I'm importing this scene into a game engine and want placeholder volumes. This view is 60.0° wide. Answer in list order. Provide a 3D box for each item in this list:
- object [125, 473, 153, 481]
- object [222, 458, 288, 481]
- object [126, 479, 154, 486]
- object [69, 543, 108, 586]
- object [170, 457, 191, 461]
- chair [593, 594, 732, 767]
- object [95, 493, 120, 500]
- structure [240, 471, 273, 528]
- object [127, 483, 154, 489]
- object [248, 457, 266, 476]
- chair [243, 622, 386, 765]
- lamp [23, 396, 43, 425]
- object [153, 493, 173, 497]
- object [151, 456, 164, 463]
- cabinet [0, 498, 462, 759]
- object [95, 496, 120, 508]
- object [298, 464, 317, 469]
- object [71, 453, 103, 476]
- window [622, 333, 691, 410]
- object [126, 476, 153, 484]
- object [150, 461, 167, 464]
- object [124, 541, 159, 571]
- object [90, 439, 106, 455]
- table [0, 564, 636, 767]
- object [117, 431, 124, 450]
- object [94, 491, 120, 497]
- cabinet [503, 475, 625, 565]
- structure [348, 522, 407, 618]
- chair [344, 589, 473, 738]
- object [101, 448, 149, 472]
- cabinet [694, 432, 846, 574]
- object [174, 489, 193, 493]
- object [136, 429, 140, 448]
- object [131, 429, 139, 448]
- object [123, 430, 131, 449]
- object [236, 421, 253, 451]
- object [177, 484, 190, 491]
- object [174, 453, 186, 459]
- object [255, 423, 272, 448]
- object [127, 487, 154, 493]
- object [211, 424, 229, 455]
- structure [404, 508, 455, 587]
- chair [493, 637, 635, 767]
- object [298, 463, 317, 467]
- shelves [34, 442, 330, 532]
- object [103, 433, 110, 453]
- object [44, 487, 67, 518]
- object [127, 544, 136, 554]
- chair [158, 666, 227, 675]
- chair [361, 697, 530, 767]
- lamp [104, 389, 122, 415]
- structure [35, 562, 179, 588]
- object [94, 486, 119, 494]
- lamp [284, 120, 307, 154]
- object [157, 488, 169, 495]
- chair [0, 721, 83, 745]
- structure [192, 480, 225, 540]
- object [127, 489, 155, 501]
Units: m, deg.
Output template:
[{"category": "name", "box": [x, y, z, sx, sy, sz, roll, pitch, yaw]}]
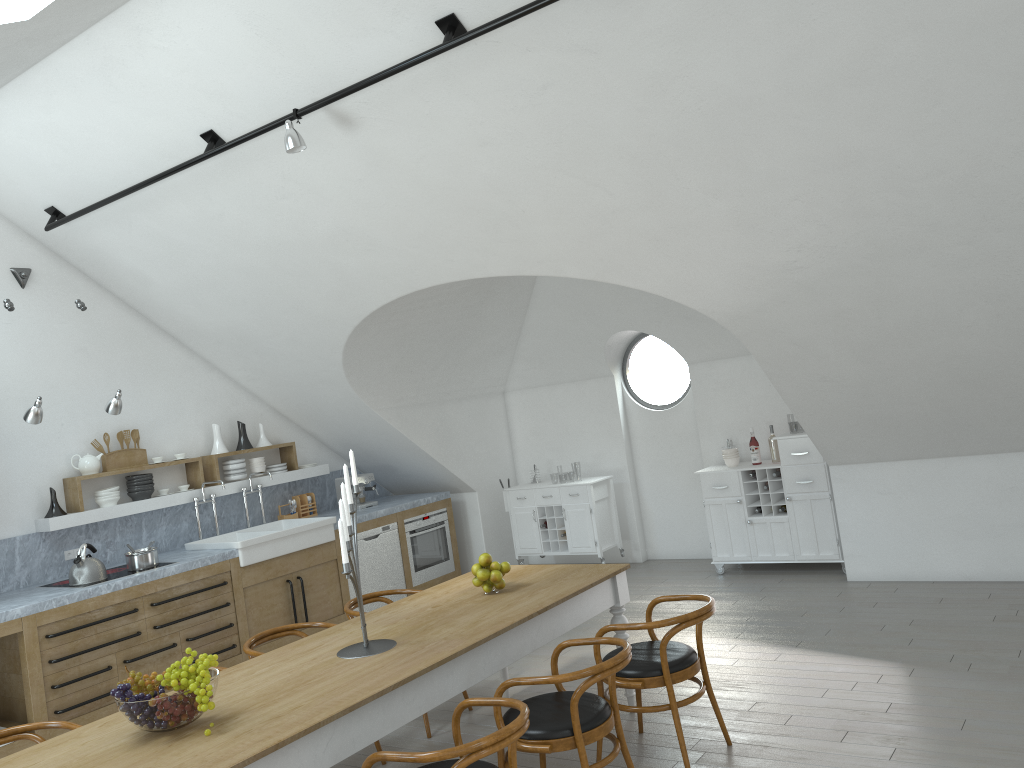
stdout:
[{"category": "object", "box": [-3.006, 0.770, 7.151, 0.205, 0.080, 0.206, -9, -1, 38]}, {"category": "object", "box": [-2.334, 0.756, 8.076, 0.197, 0.196, 0.658, -10, -2, 35]}, {"category": "object", "box": [-2.995, 0.822, 7.144, 0.205, 0.072, 0.206, -9, -1, 23]}, {"category": "object", "box": [-2.981, 1.250, 6.206, 0.246, 0.268, 0.245, -7, -3, -45]}, {"category": "object", "box": [-2.801, 0.638, 7.497, 0.164, 0.012, 0.163, -8, -1, -37]}, {"category": "chair", "box": [0.717, 1.417, 4.240, 0.620, 0.736, 0.528, -10, -2, 38]}, {"category": "object", "box": [-3.151, 0.899, 6.908, 0.181, 0.065, 0.181, -8, -1, -17]}, {"category": "structure", "box": [-2.182, 1.035, 7.816, 0.332, 0.530, 0.214, -9, -2, 16]}, {"category": "object", "box": [-2.987, 0.842, 7.140, 0.205, 0.086, 0.205, -8, -1, -12]}, {"category": "object", "box": [-2.315, 0.750, 8.062, 0.158, 0.160, 0.153, -8, -2, -26]}, {"category": "chair", "box": [-1.078, 1.688, 4.700, 0.620, 0.736, 0.528, -10, -2, 39]}, {"category": "lamp", "box": [-3.152, 0.180, 5.834, 0.116, 0.178, 0.164, -7, -2, -36]}, {"category": "object", "box": [-2.876, 0.917, 7.322, 0.164, 0.012, 0.163, -8, -1, -37]}, {"category": "object", "box": [-2.928, 0.630, 7.323, 0.098, 0.049, 0.098, -9, -1, 33]}, {"category": "cabinet", "box": [-2.764, 1.939, 6.554, 1.001, 1.023, 6.437, -10, -1, 35]}, {"category": "object", "box": [-3.148, 0.922, 6.908, 0.181, 0.064, 0.180, -8, -1, -32]}, {"category": "object", "box": [-1.987, 0.803, 8.563, 0.213, 0.025, 0.213, -9, -1, 23]}, {"category": "object", "box": [-3.278, 0.617, 6.852, 0.174, 0.169, 0.168, -9, -2, 19]}, {"category": "window", "box": [1.467, -0.145, 8.819, 0.897, 0.901, 0.060, -10, -3, 35]}, {"category": "object", "box": [-2.999, 0.797, 7.150, 0.205, 0.084, 0.205, -8, -1, -27]}, {"category": "object", "box": [-2.924, 0.653, 7.322, 0.164, 0.012, 0.163, -8, -1, -37]}, {"category": "object", "box": [-2.700, 1.281, 6.598, 0.232, 0.170, 0.394, -9, -1, 15]}, {"category": "object", "box": [-3.211, 0.552, 6.990, 0.199, 0.259, 0.016, -6, -3, -44]}, {"category": "table", "box": [-0.660, 1.578, 3.832, 1.016, 0.800, 3.353, -9, -1, 35]}, {"category": "object", "box": [-3.125, 0.524, 7.119, 0.040, 0.300, 0.061, -10, -3, 33]}, {"category": "object", "box": [-3.153, 0.876, 6.912, 0.181, 0.069, 0.180, -8, -1, -37]}, {"category": "cabinet", "box": [0.486, 1.374, 8.790, 1.132, 0.790, 0.497, -9, -2, 35]}, {"category": "structure", "box": [-1.451, 1.755, 8.138, 0.597, 0.824, 0.725, -10, -2, 35]}, {"category": "chair", "box": [-0.653, 1.635, 5.285, 0.620, 0.736, 0.528, -10, -2, 32]}, {"category": "object", "box": [-3.106, 0.601, 7.109, 0.084, 0.158, 0.354, -10, -2, 35]}, {"category": "cabinet", "box": [2.296, 1.023, 7.721, 1.239, 1.155, 0.610, -10, -2, 35]}, {"category": "object", "box": [-2.766, 0.903, 7.479, 0.164, 0.012, 0.163, -8, -1, -37]}, {"category": "object", "box": [-3.047, 0.515, 7.229, 0.030, 0.294, 0.057, -10, -3, 35]}, {"category": "object", "box": [-3.055, 0.515, 7.189, 0.039, 0.298, 0.068, -10, -3, 35]}, {"category": "object", "box": [-3.089, 0.519, 7.135, 0.019, 0.299, 0.057, -10, -3, 35]}, {"category": "object", "box": [-2.439, 0.462, 8.031, 0.155, 0.268, 0.156, -10, -3, 40]}, {"category": "object", "box": [-2.769, 0.880, 7.480, 0.098, 0.049, 0.098, -9, -1, 33]}, {"category": "object", "box": [-2.804, 0.614, 7.498, 0.098, 0.049, 0.098, -9, -1, 33]}, {"category": "object", "box": [-2.313, 0.472, 8.218, 0.156, 0.219, 0.156, -9, -2, 17]}, {"category": "object", "box": [-2.989, 0.871, 7.140, 0.205, 0.086, 0.205, -8, -1, -17]}, {"category": "object", "box": [-2.593, 0.481, 7.818, 0.156, 0.268, 0.156, -9, -2, 24]}, {"category": "structure", "box": [-1.026, 1.606, 8.756, 0.629, 0.637, 0.633, -10, -2, 35]}, {"category": "chair", "box": [0.245, 1.478, 3.690, 0.620, 0.736, 0.528, -9, -2, 31]}, {"category": "object", "box": [-1.988, 0.794, 8.564, 0.213, 0.025, 0.213, -9, -1, 23]}, {"category": "shelves", "box": [-3.447, 0.396, 6.412, 0.479, 1.363, 5.556, -10, -2, 30]}, {"category": "object", "box": [-3.194, 0.532, 7.022, 0.027, 0.299, 0.055, -10, -3, 35]}, {"category": "object", "box": [-3.407, 0.875, 6.595, 0.156, 0.219, 0.156, -9, -2, 17]}, {"category": "object", "box": [-2.776, 1.265, 6.553, 0.235, 0.167, 0.051, -9, -3, 31]}, {"category": "chair", "box": [-1.450, 1.733, 4.072, 0.620, 0.736, 0.528, -10, -2, 32]}, {"category": "chair", "box": [-0.187, 1.532, 3.106, 0.620, 0.736, 0.528, -10, -2, 35]}, {"category": "lamp", "box": [-2.817, 0.134, 6.304, 0.168, 0.176, 0.112, -9, -2, 28]}, {"category": "structure", "box": [-2.911, 1.397, 6.404, 0.646, 0.041, 0.738, -9, -1, 35]}, {"category": "object", "box": [-3.156, 0.848, 6.914, 0.181, 0.076, 0.180, -8, -1, -17]}, {"category": "lamp", "box": [-1.177, -1.344, 4.794, 0.112, 0.175, 0.114, -8, -2, -2]}, {"category": "object", "box": [-2.880, 0.894, 7.323, 0.098, 0.049, 0.098, -9, -1, 33]}, {"category": "chair", "box": [-1.916, 1.793, 3.515, 0.620, 0.736, 0.528, -10, -2, 35]}, {"category": "structure", "box": [-2.463, 1.071, 7.417, 0.332, 0.530, 0.214, -9, -2, 16]}, {"category": "object", "box": [-2.985, 0.897, 7.139, 0.205, 0.072, 0.206, -9, -1, 23]}]
